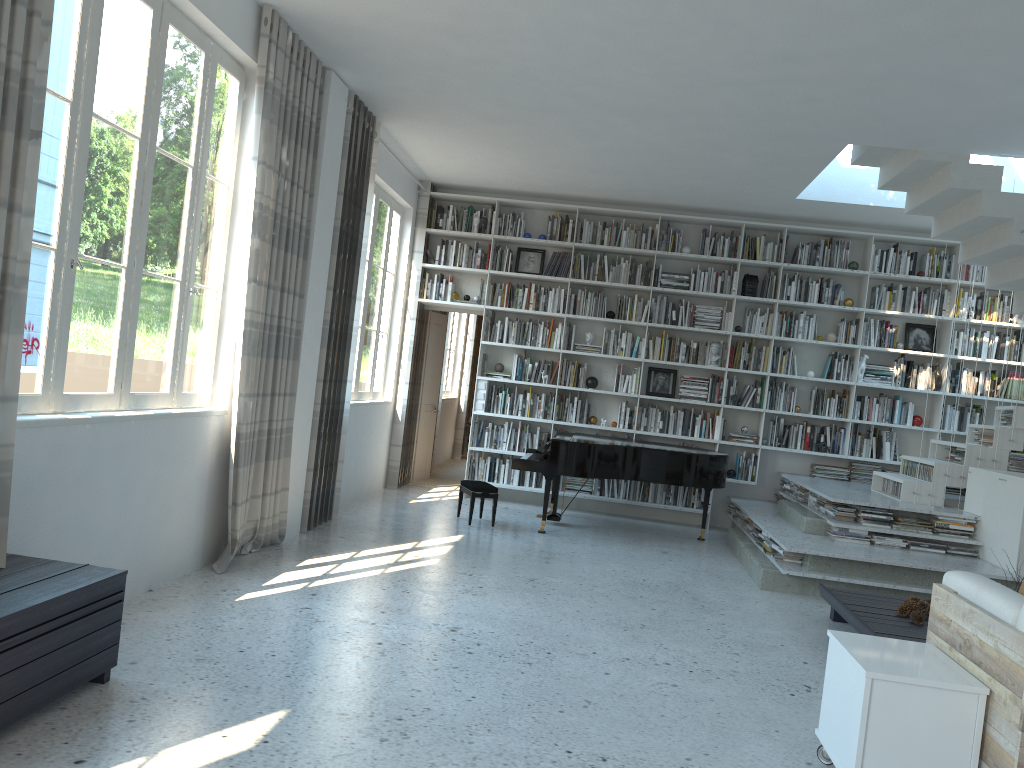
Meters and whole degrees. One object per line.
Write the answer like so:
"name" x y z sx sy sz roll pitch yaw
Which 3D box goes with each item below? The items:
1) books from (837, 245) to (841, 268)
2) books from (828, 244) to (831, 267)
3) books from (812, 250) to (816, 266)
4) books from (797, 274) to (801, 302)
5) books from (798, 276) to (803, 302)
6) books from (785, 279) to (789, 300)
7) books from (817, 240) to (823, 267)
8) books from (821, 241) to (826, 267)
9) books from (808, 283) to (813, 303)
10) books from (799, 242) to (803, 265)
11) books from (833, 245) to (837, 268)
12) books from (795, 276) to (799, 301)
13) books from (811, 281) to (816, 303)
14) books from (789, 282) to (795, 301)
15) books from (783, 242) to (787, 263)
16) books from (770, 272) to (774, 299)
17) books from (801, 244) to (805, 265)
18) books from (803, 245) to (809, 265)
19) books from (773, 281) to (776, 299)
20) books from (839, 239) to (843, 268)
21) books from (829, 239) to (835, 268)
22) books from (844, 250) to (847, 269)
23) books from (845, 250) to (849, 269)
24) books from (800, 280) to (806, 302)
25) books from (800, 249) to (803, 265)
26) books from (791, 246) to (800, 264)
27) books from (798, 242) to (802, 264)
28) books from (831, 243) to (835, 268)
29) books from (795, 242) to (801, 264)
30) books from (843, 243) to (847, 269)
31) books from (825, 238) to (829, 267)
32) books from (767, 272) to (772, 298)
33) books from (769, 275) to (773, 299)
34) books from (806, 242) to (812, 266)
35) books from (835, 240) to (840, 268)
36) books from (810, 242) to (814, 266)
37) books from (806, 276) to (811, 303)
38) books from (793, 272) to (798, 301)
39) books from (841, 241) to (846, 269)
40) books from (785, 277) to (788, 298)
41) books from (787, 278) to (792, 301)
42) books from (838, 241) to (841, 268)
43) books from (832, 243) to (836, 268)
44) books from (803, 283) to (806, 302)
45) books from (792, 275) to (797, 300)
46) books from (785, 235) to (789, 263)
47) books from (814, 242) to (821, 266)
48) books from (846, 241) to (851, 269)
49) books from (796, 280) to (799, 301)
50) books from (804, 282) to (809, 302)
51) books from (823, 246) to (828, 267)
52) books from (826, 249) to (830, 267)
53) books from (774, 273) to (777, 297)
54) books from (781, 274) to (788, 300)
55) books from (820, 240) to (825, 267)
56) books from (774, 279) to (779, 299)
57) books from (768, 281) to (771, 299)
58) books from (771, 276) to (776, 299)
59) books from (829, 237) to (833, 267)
"books" 3.289 -1.270 8.987 0.014 0.258 0.149 7 1 6
"books" 3.198 -1.277 8.993 0.008 0.251 0.170 7 1 6
"books" 3.056 -1.263 9.034 0.031 0.190 0.132 7 1 6
"books" 2.911 -0.963 9.039 0.021 0.296 0.138 7 1 6
"books" 2.927 -0.952 9.044 0.012 0.276 0.133 7 1 6
"books" 2.795 -0.948 9.051 0.012 0.239 0.138 7 1 6
"books" 3.115 -1.307 9.010 0.024 0.292 0.167 7 1 6
"books" 3.152 -1.299 9.012 0.007 0.285 0.159 7 1 6
"books" 3.021 -0.910 9.027 0.025 0.216 0.144 7 1 6
"books" 2.927 -1.310 9.038 0.012 0.255 0.133 7 1 6
"books" 3.262 -1.270 8.992 0.024 0.252 0.149 7 1 6
"books" 2.882 -0.953 9.027 0.010 0.268 0.166 7 1 6
"books" 3.045 -0.918 9.013 0.023 0.237 0.149 7 1 6
"books" 2.835 -0.927 9.022 0.026 0.208 0.181 7 1 6
"books" 2.755 -1.317 9.037 0.033 0.229 0.175 7 1 6
"books" 2.646 -0.992 9.079 0.013 0.289 0.131 7 1 6
"books" 2.945 -1.295 9.014 0.013 0.229 0.174 7 1 6
"books" 2.976 -1.290 9.024 0.028 0.226 0.163 7 1 6
"books" 2.669 -0.945 9.081 0.015 0.201 0.130 7 1 6
"books" 3.323 -1.298 9.005 0.008 0.321 0.133 7 1 6
"books" 3.217 -1.299 8.973 0.015 0.299 0.183 7 1 6
"books" 3.354 -1.240 8.981 0.018 0.214 0.157 7 1 6
"books" 3.368 -1.236 8.970 0.014 0.209 0.188 7 1 6
"books" 2.941 -0.932 9.019 0.027 0.241 0.160 7 1 6
"books" 2.933 -1.274 9.028 0.009 0.183 0.160 7 1 6
"books" 2.874 -1.291 9.019 0.046 0.206 0.183 7 1 6
"books" 2.914 -1.306 9.030 0.011 0.244 0.172 7 1 6
"books" 3.238 -1.287 8.999 0.012 0.280 0.144 7 1 6
"books" 2.904 -1.307 9.022 0.009 0.244 0.173 7 1 6
"books" 3.343 -1.274 8.968 0.008 0.278 0.180 7 1 6
"books" 3.177 -1.310 8.996 0.006 0.312 0.179 7 1 6
"books" 2.611 -0.995 9.046 0.021 0.288 0.179 7 1 6
"books" 2.632 -0.976 9.053 0.005 0.255 0.158 7 1 6
"books" 3.006 -1.301 9.020 0.030 0.255 0.161 7 1 6
"books" 3.280 -1.295 8.981 0.008 0.307 0.182 7 1 6
"books" 3.032 -1.299 9.019 0.021 0.256 0.169 7 1 6
"books" 3.007 -0.946 9.030 0.013 0.284 0.154 7 1 6
"books" 2.873 -0.973 9.029 0.014 0.307 0.152 7 1 6
"books" 3.335 -1.284 8.975 0.013 0.297 0.188 7 1 6
"books" 2.787 -0.969 9.058 0.011 0.280 0.133 7 1 6
"books" 2.813 -0.948 9.043 0.026 0.243 0.148 7 1 6
"books" 3.306 -1.289 8.989 0.019 0.299 0.137 7 1 6
"books" 3.248 -1.283 8.994 0.008 0.275 0.163 7 1 6
"books" 2.962 -0.916 9.035 0.014 0.215 0.132 7 1 6
"books" 2.859 -0.963 9.036 0.011 0.283 0.173 7 1 6
"books" 2.779 -1.352 9.025 0.019 0.304 0.176 7 1 6
"books" 3.085 -1.294 8.990 0.028 0.258 0.185 7 1 6
"books" 3.384 -1.283 8.969 0.006 0.306 0.163 7 1 6
"books" 2.892 -0.935 9.035 0.012 0.236 0.165 7 1 6
"books" 2.984 -0.918 9.037 0.028 0.223 0.142 7 1 6
"books" 3.160 -1.271 8.993 0.018 0.231 0.160 7 1 6
"books" 3.181 -1.254 8.980 0.018 0.201 0.188 7 1 6
"books" 2.683 -0.989 9.068 0.005 0.292 0.130 7 1 6
"books" 2.774 -0.973 9.039 0.012 0.285 0.159 7 1 6
"books" 3.136 -1.306 9.019 0.017 0.295 0.139 7 1 6
"books" 2.681 -0.950 9.034 0.008 0.214 0.223 7 1 6
"books" 2.622 -0.955 9.064 0.013 0.211 0.140 7 1 6
"books" 2.652 -0.970 9.037 0.013 0.248 0.186 7 1 6
"books" 3.210 -1.315 8.991 0.007 0.329 0.183 7 1 6
